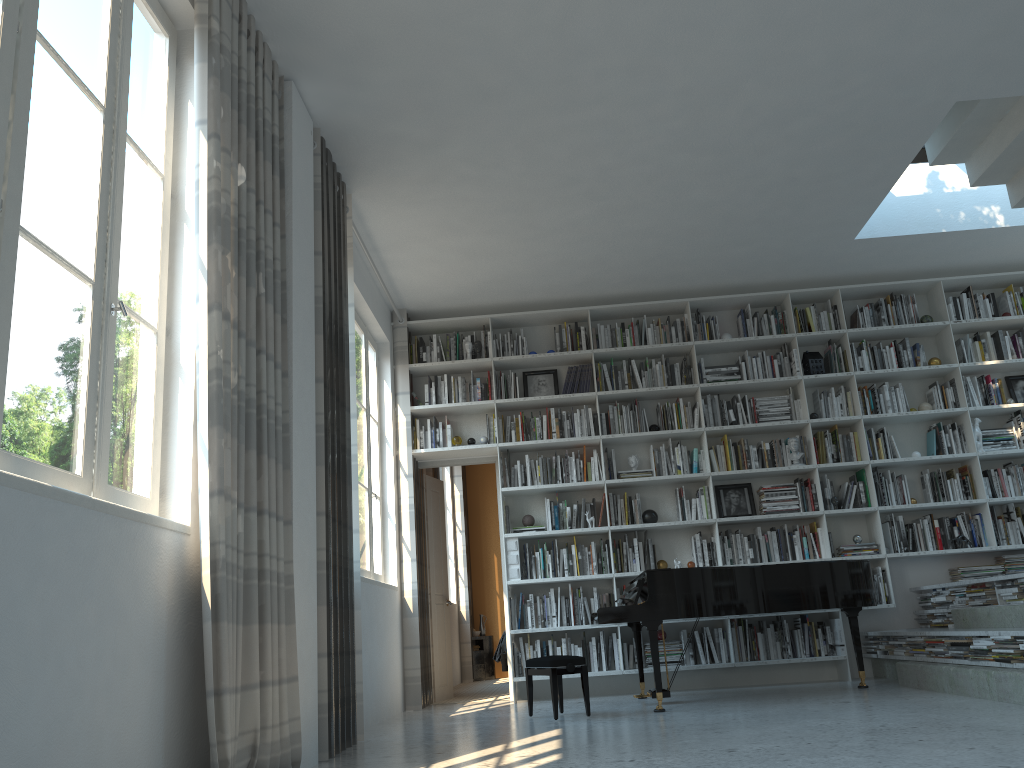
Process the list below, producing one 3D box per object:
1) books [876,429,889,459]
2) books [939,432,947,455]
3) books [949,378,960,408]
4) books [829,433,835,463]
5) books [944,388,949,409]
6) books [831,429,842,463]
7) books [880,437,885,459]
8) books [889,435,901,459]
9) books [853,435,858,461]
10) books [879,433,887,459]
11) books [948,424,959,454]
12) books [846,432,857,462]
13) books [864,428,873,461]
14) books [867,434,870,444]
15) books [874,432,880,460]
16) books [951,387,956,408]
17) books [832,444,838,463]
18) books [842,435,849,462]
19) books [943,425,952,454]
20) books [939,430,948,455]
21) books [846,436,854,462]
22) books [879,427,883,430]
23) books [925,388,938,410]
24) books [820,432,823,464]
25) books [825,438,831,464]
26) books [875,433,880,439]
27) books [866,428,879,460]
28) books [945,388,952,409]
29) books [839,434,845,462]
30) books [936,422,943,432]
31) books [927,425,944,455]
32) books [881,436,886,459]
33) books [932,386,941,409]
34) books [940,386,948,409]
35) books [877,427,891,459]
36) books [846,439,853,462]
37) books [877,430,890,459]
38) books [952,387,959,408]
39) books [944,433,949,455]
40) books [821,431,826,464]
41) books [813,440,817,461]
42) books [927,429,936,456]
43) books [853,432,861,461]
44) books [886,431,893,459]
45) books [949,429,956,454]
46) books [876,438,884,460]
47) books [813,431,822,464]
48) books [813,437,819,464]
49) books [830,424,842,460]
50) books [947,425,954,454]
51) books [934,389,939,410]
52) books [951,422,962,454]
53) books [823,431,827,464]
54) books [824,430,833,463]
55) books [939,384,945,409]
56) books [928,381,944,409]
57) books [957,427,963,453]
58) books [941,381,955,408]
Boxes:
[{"bbox_3d":[3.030,0.517,7.245,0.006,0.269,0.179,-4,-16,2],"label":"books"},{"bbox_3d":[3.481,0.509,7.218,0.006,0.209,0.188,-4,-16,2],"label":"books"},{"bbox_3d":[3.634,0.107,7.312,0.005,0.277,0.183,-4,-16,2],"label":"books"},{"bbox_3d":[2.601,0.553,7.281,0.035,0.277,0.139,-4,-15,2],"label":"books"},{"bbox_3d":[3.564,0.154,7.329,0.012,0.205,0.138,-4,-16,2],"label":"books"},{"bbox_3d":[2.644,0.532,7.246,0.019,0.292,0.182,-4,-16,2],"label":"books"},{"bbox_3d":[2.998,0.550,7.243,0.014,0.208,0.157,-4,-16,2],"label":"books"},{"bbox_3d":[3.098,0.537,7.221,0.051,0.209,0.177,-4,-16,2],"label":"books"},{"bbox_3d":[2.793,0.551,7.268,0.019,0.247,0.149,-4,-16,2],"label":"books"},{"bbox_3d":[3.020,0.533,7.250,0.017,0.242,0.133,-4,-15,2],"label":"books"},{"bbox_3d":[3.573,0.474,7.234,0.032,0.274,0.155,-4,-15,2],"label":"books"},{"bbox_3d":[2.773,0.540,7.257,0.032,0.265,0.143,-4,-15,2],"label":"books"},{"bbox_3d":[2.885,0.518,7.248,0.035,0.287,0.192,-4,-16,2],"label":"books"},{"bbox_3d":[2.909,0.543,7.261,0.007,0.243,0.146,-5,-16,2],"label":"books"},{"bbox_3d":[2.959,0.532,7.254,0.013,0.255,0.145,-4,-15,2],"label":"books"},{"bbox_3d":[3.604,0.146,7.306,0.013,0.204,0.174,-4,-16,2],"label":"books"},{"bbox_3d":[2.630,0.598,7.269,0.030,0.180,0.132,-4,-16,2],"label":"books"},{"bbox_3d":[2.699,0.551,7.234,0.027,0.241,0.189,-4,-16,2],"label":"books"},{"bbox_3d":[3.524,0.481,7.226,0.018,0.262,0.165,-4,-16,2],"label":"books"},{"bbox_3d":[3.490,0.504,7.219,0.013,0.218,0.188,-4,-16,2],"label":"books"},{"bbox_3d":[2.751,0.556,7.259,0.028,0.239,0.146,-4,-16,2],"label":"books"},{"bbox_3d":[3.058,0.513,7.294,0.011,0.299,0.089,-4,-15,2],"label":"books"},{"bbox_3d":[3.474,0.155,7.334,0.015,0.219,0.140,-4,-16,2],"label":"books"},{"bbox_3d":[2.519,0.549,7.275,0.035,0.292,0.145,-4,-15,2],"label":"books"},{"bbox_3d":[2.565,0.572,7.257,0.015,0.231,0.180,-4,-16,2],"label":"books"},{"bbox_3d":[2.987,0.535,7.247,0.008,0.242,0.169,-4,-16,2],"label":"books"},{"bbox_3d":[2.929,0.515,7.231,0.013,0.278,0.192,-4,-16,2],"label":"books"},{"bbox_3d":[3.576,0.152,7.317,0.013,0.201,0.174,-4,-16,2],"label":"books"},{"bbox_3d":[2.677,0.555,7.260,0.033,0.252,0.175,-4,-16,2],"label":"books"},{"bbox_3d":[3.501,0.471,7.244,0.013,0.294,0.154,-4,-15,2],"label":"books"},{"bbox_3d":[3.458,0.486,7.232,0.021,0.263,0.174,-4,-16,2],"label":"books"},{"bbox_3d":[3.008,0.546,7.235,0.007,0.211,0.158,-5,-16,2],"label":"books"},{"bbox_3d":[3.492,0.146,7.330,0.012,0.231,0.154,-4,-16,2],"label":"books"},{"bbox_3d":[3.549,0.144,7.328,0.016,0.227,0.160,-4,-16,2],"label":"books"},{"bbox_3d":[3.045,0.509,7.252,0.013,0.286,0.159,-4,-15,2],"label":"books"},{"bbox_3d":[2.725,0.570,7.236,0.034,0.203,0.182,-4,-16,2],"label":"books"},{"bbox_3d":[3.036,0.516,7.250,0.006,0.273,0.167,-4,-16,2],"label":"books"},{"bbox_3d":[3.628,0.144,7.309,0.012,0.205,0.170,-4,-16,2],"label":"books"},{"bbox_3d":[3.513,0.502,7.236,0.007,0.229,0.147,-4,-16,2],"label":"books"},{"bbox_3d":[2.531,0.544,7.260,0.035,0.292,0.145,-4,-15,2],"label":"books"},{"bbox_3d":[2.463,0.578,7.275,0.014,0.243,0.145,-4,-16,2],"label":"books"},{"bbox_3d":[3.422,0.504,7.237,0.056,0.240,0.154,-4,-16,2],"label":"books"},{"bbox_3d":[2.812,0.539,7.267,0.033,0.268,0.142,-4,-15,2],"label":"books"},{"bbox_3d":[3.068,0.525,7.254,0.007,0.253,0.161,-4,-16,2],"label":"books"},{"bbox_3d":[3.554,0.495,7.213,0.012,0.223,0.178,-4,-16,2],"label":"books"},{"bbox_3d":[2.974,0.553,7.216,0.017,0.191,0.192,-4,-16,2],"label":"books"},{"bbox_3d":[2.506,0.547,7.265,0.035,0.292,0.145,-4,-15,2],"label":"books"},{"bbox_3d":[2.479,0.578,7.286,0.013,0.246,0.177,-4,-16,2],"label":"books"},{"bbox_3d":[2.656,0.514,7.269,0.021,0.336,0.170,-4,-15,2],"label":"books"},{"bbox_3d":[3.540,0.481,7.226,0.015,0.258,0.152,-4,-16,2],"label":"books"},{"bbox_3d":[3.485,0.160,7.328,0.005,0.204,0.154,-4,-16,2],"label":"books"},{"bbox_3d":[3.594,0.466,7.212,0.012,0.272,0.184,-4,-16,2],"label":"books"},{"bbox_3d":[2.544,0.547,7.274,0.035,0.292,0.145,-4,-15,2],"label":"books"},{"bbox_3d":[2.580,0.540,7.261,0.019,0.293,0.164,-4,-15,2],"label":"books"},{"bbox_3d":[3.521,0.138,7.329,0.016,0.243,0.152,-4,-16,2],"label":"books"},{"bbox_3d":[3.504,0.125,7.322,0.015,0.266,0.164,-4,-16,2],"label":"books"},{"bbox_3d":[3.621,0.484,7.228,0.013,0.244,0.159,-4,-16,2],"label":"books"},{"bbox_3d":[3.588,0.122,7.314,0.016,0.256,0.176,-4,-16,2],"label":"books"}]
